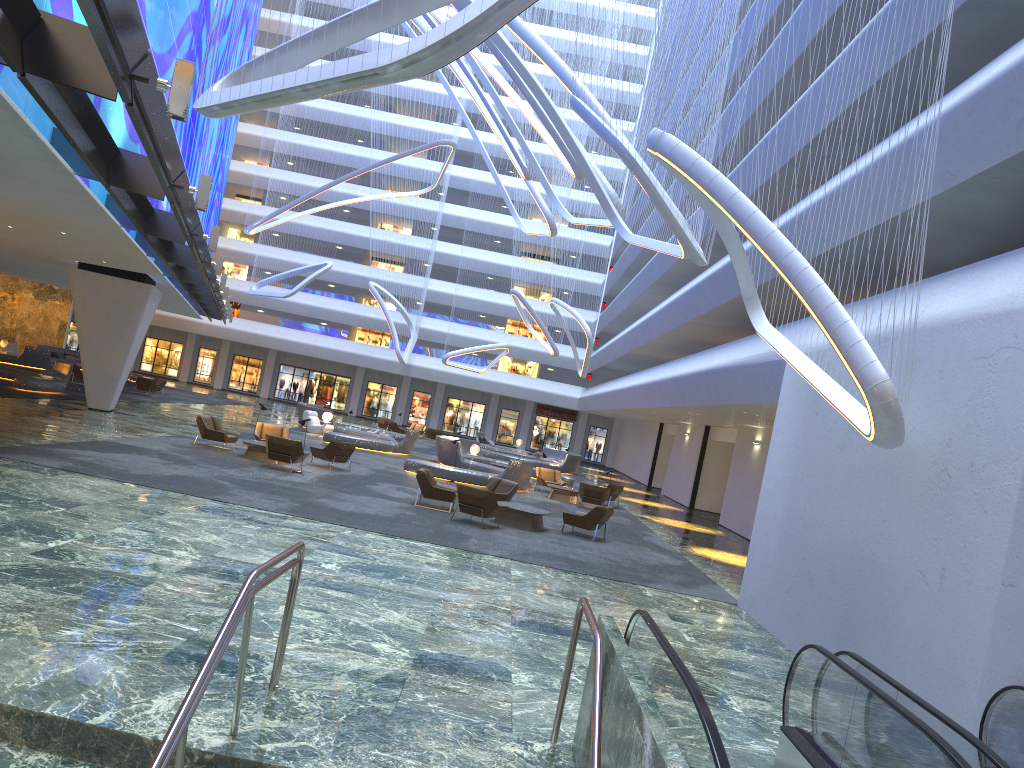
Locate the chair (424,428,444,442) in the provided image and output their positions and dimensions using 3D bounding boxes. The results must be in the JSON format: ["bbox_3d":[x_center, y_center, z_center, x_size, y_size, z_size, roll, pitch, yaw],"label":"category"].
[{"bbox_3d":[-4.134,2.742,46.805,0.931,0.766,0.937,12,-1,-22],"label":"chair"}]

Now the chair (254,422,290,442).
[{"bbox_3d":[-6.471,1.491,23.798,0.931,0.766,0.937,12,-1,-16],"label":"chair"}]

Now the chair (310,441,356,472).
[{"bbox_3d":[-4.663,1.831,23.119,0.936,0.766,0.932,11,-1,33],"label":"chair"}]

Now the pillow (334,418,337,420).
[{"bbox_3d":[-8.298,1.575,40.448,0.445,0.207,0.443,13,-2,-39],"label":"pillow"}]

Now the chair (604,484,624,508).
[{"bbox_3d":[3.035,3.570,28.762,0.936,0.766,0.932,11,-1,33],"label":"chair"}]

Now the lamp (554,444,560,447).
[{"bbox_3d":[2.238,3.716,45.849,0.384,1.300,0.202,11,0,0],"label":"lamp"}]

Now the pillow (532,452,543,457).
[{"bbox_3d":[1.375,3.634,45.744,0.695,0.262,0.874,13,-2,-38],"label":"pillow"}]

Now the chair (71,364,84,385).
[{"bbox_3d":[-18.084,-0.383,37.315,0.941,0.766,0.927,12,-1,-29],"label":"chair"}]

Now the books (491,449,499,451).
[{"bbox_3d":[-0.826,3.280,44.097,0.394,0.039,0.302,11,-2,14],"label":"books"}]

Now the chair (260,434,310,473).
[{"bbox_3d":[-5.298,1.620,20.667,0.929,0.766,0.940,11,-1,6],"label":"chair"}]

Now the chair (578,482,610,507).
[{"bbox_3d":[2.400,3.359,26.309,0.929,0.766,0.940,11,-1,6],"label":"chair"}]

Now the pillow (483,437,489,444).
[{"bbox_3d":[-1.440,3.109,49.026,0.314,0.386,0.786,11,-2,16],"label":"pillow"}]

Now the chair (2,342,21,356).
[{"bbox_3d":[-25.199,-1.624,44.595,1.153,0.882,0.731,10,-1,44],"label":"chair"}]

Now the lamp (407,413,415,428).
[{"bbox_3d":[-5.579,2.233,48.432,0.385,1.300,0.201,11,0,-38],"label":"lamp"}]

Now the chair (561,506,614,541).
[{"bbox_3d":[1.646,2.972,19.382,0.936,0.766,0.932,11,-1,25],"label":"chair"}]

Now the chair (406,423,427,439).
[{"bbox_3d":[-5.229,2.577,48.421,0.927,0.766,0.941,11,-1,19],"label":"chair"}]

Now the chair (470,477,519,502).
[{"bbox_3d":[-0.433,2.601,20.773,0.942,0.766,0.926,12,-1,-38],"label":"chair"}]

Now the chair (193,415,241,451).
[{"bbox_3d":[-7.472,1.243,22.416,0.938,0.766,0.930,11,-1,8],"label":"chair"}]

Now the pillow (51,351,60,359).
[{"bbox_3d":[-24.963,-1.621,48.259,0.314,0.386,0.786,11,-2,17],"label":"pillow"}]

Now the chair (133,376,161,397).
[{"bbox_3d":[-15.750,0.116,38.191,0.929,0.766,0.939,11,-1,-2],"label":"chair"}]

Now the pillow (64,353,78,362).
[{"bbox_3d":[-24.464,-1.486,49.160,0.316,0.366,0.777,11,-2,42],"label":"pillow"}]

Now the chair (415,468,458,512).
[{"bbox_3d":[-1.637,2.307,19.239,0.938,0.766,0.930,11,-1,2],"label":"chair"}]

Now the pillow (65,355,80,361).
[{"bbox_3d":[-24.362,-1.427,48.998,0.693,0.262,0.876,12,-2,-9],"label":"pillow"}]

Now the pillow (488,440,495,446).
[{"bbox_3d":[-1.256,3.250,49.317,0.871,0.280,0.687,10,-2,37],"label":"pillow"}]

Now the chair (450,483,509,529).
[{"bbox_3d":[-0.669,2.454,17.832,0.927,0.766,0.941,11,-1,27],"label":"chair"}]

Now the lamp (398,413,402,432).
[{"bbox_3d":[-5.744,2.081,44.932,0.202,1.300,0.383,11,0,-37],"label":"lamp"}]

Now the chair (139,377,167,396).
[{"bbox_3d":[-16.242,0.081,40.091,0.926,0.766,0.942,10,-1,39],"label":"chair"}]

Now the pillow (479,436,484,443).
[{"bbox_3d":[-1.649,3.091,48.990,0.294,0.369,0.770,11,-2,13],"label":"pillow"}]

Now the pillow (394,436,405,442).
[{"bbox_3d":[-4.094,2.135,33.983,0.692,0.262,0.878,11,-2,9],"label":"pillow"}]

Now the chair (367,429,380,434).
[{"bbox_3d":[-6.629,2.117,39.185,1.790,0.501,0.584,13,-2,-36],"label":"chair"}]

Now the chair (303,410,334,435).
[{"bbox_3d":[-7.681,1.574,35.139,1.154,0.882,0.730,11,-1,19],"label":"chair"}]

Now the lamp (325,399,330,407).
[{"bbox_3d":[-8.735,1.358,41.339,0.383,1.300,0.202,11,0,44],"label":"lamp"}]

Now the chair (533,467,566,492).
[{"bbox_3d":[1.228,3.229,29.440,0.931,0.766,0.937,12,-1,-16],"label":"chair"}]

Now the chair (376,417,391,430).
[{"bbox_3d":[-6.828,2.238,47.880,0.936,0.766,0.933,10,-2,44],"label":"chair"}]

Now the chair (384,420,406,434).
[{"bbox_3d":[-6.038,2.304,45.173,0.926,0.766,0.942,10,-2,41],"label":"chair"}]

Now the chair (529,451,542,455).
[{"bbox_3d":[1.487,3.882,47.099,0.936,0.766,0.932,11,-1,33],"label":"chair"}]

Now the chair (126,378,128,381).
[{"bbox_3d":[-17.926,-0.256,40.135,0.932,0.766,0.936,12,-1,-27],"label":"chair"}]

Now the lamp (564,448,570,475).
[{"bbox_3d":[2.528,3.636,41.801,0.202,1.300,0.383,11,0,-41],"label":"lamp"}]
